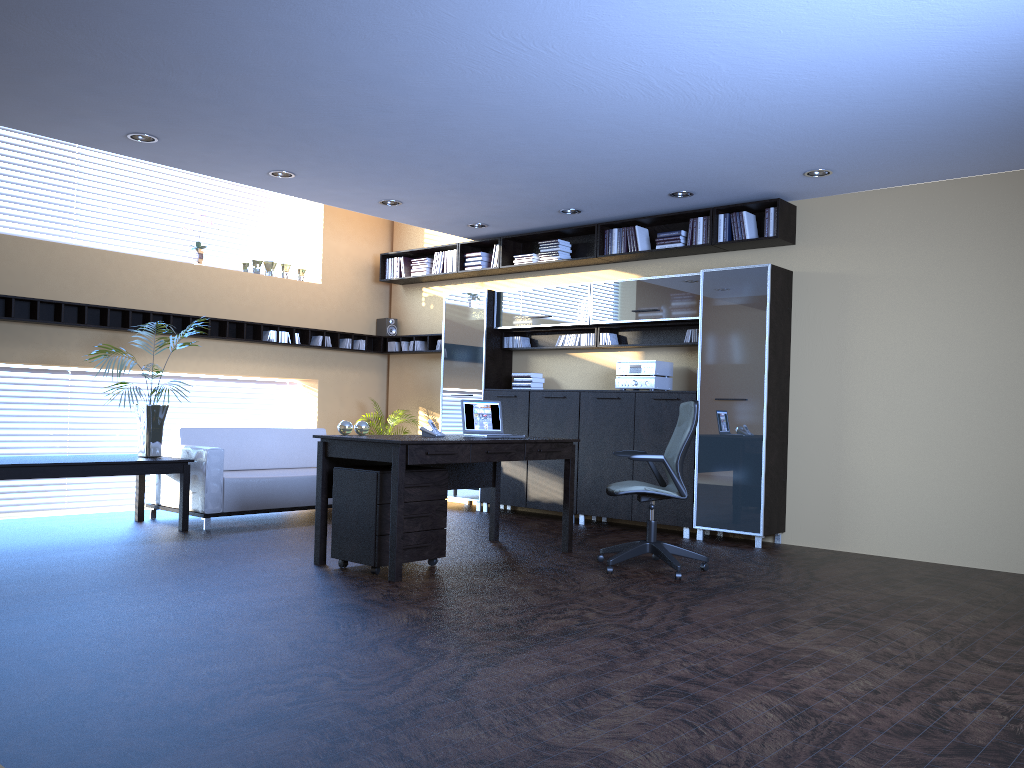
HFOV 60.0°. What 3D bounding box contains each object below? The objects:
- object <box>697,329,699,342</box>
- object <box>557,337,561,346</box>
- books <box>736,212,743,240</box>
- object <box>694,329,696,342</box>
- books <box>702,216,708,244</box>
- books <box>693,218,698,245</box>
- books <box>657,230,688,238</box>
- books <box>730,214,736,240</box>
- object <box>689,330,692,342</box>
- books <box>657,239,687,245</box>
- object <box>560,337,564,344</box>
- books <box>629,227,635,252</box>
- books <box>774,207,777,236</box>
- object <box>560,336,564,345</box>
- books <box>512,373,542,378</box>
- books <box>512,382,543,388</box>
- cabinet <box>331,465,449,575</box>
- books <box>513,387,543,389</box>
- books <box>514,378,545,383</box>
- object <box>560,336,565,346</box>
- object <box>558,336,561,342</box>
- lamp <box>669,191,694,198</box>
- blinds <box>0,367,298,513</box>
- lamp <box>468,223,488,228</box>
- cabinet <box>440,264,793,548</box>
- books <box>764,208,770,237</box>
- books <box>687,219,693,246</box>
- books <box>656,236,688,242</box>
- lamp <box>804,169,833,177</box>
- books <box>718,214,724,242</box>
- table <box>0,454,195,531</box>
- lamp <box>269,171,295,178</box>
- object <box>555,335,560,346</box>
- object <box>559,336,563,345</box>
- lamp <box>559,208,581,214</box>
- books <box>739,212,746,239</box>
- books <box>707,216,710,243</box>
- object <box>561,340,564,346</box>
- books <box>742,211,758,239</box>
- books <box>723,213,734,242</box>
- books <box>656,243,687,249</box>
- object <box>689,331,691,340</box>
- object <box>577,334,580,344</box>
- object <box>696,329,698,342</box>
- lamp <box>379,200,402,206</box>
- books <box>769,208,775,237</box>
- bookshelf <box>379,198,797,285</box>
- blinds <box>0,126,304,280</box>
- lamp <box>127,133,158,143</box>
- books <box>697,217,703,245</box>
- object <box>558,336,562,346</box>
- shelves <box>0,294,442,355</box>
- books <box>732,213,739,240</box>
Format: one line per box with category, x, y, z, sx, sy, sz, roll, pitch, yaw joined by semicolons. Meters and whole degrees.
object;1.760;-0.444;8.232;0.009;0.120;0.142;2;-1;41
object;0.540;-0.446;9.291;0.059;0.113;0.142;1;-1;41
books;2.070;-1.385;7.902;0.075;0.259;0.207;1;-1;41
object;1.733;-0.444;8.247;0.009;0.120;0.142;2;-1;40
books;1.815;-1.386;8.120;0.050;0.258;0.207;2;-1;41
books;1.741;-1.386;8.193;0.050;0.258;0.207;2;-1;41
books;1.535;-1.397;8.359;0.258;0.050;0.207;0;-2;41
books;2.033;-1.384;7.956;0.075;0.259;0.207;1;-1;41
object;1.703;-0.444;8.290;0.030;0.120;0.142;1;-1;41
books;1.531;-1.325;8.371;0.258;0.031;0.207;0;-2;41
object;0.564;-0.446;9.273;0.059;0.113;0.142;1;-1;41
books;1.222;-1.389;8.640;0.075;0.259;0.207;1;-1;41
books;2.332;-1.384;7.677;0.050;0.258;0.207;2;-1;40
object;0.564;-0.446;9.272;0.055;0.110;0.140;1;-1;41
books;0.163;-0.091;9.512;0.258;0.050;0.207;0;-2;40
books;0.168;0.011;9.506;0.258;0.050;0.207;0;-2;41
cabinet;-0.826;0.917;6.099;0.500;0.680;0.635;1;-1;41
books;0.171;0.062;9.495;0.258;0.050;0.207;0;-2;41
books;0.184;-0.040;9.505;0.258;0.050;0.207;0;-2;41
object;0.570;-0.446;9.263;0.055;0.110;0.140;1;-1;41
object;0.536;-0.446;9.302;0.059;0.113;0.142;1;-1;41
lamp;1.473;-1.690;7.690;0.209;0.096;0.208;1;-2;35
blinds;-4.380;0.546;8.698;0.047;1.367;5.395;2;-1;41
lamp;-0.355;-1.698;9.262;0.208;0.096;0.209;3;-2;-31
cabinet;0.809;0.189;8.879;3.875;2.398;0.491;1;-1;41
books;2.270;-1.384;7.744;0.050;0.258;0.207;2;-1;40
books;1.698;-1.386;8.226;0.055;0.260;0.207;2;-1;41
books;1.523;-1.356;8.379;0.258;0.031;0.207;0;-2;40
lamp;2.388;-1.686;6.904;0.208;0.096;0.209;3;-2;-31
books;1.930;-1.386;8.016;0.050;0.258;0.207;2;-1;40
table;-3.655;0.901;7.085;0.897;0.603;1.896;1;-2;41
lamp;-1.927;-1.801;7.431;0.209;0.096;0.208;1;-1;11
object;0.522;-0.446;9.300;0.059;0.113;0.142;1;-1;40
object;0.554;-0.446;9.275;0.055;0.110;0.140;1;-1;41
lamp;0.559;-1.694;8.476;0.209;0.096;0.208;1;-2;35
books;2.092;-1.385;7.878;0.075;0.259;0.207;1;-1;40
books;1.853;-1.386;8.085;0.050;0.258;0.207;2;-1;41
object;0.574;-0.446;9.269;0.059;0.113;0.142;1;-1;41
books;2.115;-1.385;7.857;0.075;0.259;0.207;1;-1;40
books;1.970;-1.386;7.982;0.050;0.258;0.207;2;-1;41
books;1.527;-1.282;8.384;0.258;0.050;0.207;0;-2;40
object;1.698;-0.444;8.285;0.026;0.117;0.140;1;-1;41
object;0.724;-0.448;9.129;0.036;0.116;0.140;1;-1;40
object;1.754;-0.444;8.241;0.009;0.120;0.142;2;-1;41
lamp;-1.141;-1.750;8.346;0.209;0.096;0.208;1;-2;23
books;2.298;-1.384;7.706;0.036;0.258;0.207;2;-1;41
bookshelf;0.440;-1.411;9.330;5.123;0.340;0.362;0;-2;41
blinds;-4.302;-2.029;8.708;0.039;1.461;5.395;2;-1;41
lamp;-2.713;-1.852;6.516;0.209;0.096;0.208;1;-1;11
books;1.775;-1.386;8.153;0.050;0.258;0.207;2;-1;41
object;0.548;-0.446;9.284;0.059;0.113;0.142;1;-1;41
shelves;-3.305;-0.618;8.394;1.249;0.213;6.626;0;-2;41
books;2.043;-1.385;7.919;0.075;0.259;0.207;1;-1;40
